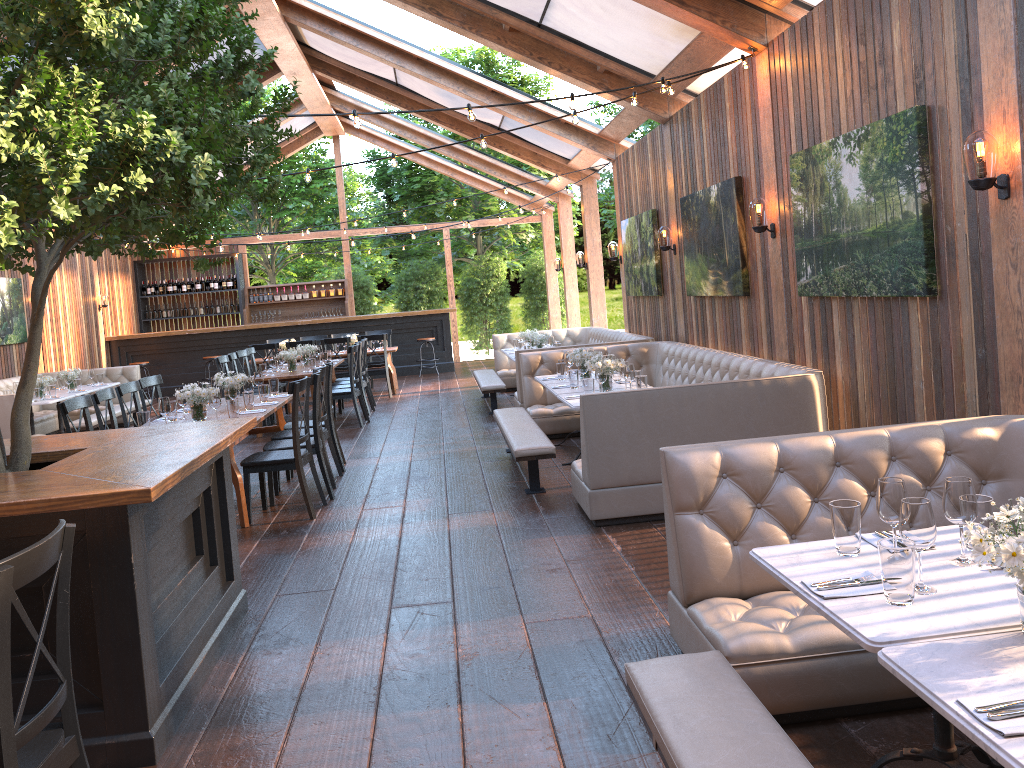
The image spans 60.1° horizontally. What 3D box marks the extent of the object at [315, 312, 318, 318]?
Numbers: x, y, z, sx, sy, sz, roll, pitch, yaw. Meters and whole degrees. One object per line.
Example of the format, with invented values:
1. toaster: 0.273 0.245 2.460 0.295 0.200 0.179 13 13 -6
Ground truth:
1. object: -4.364 -1.551 19.816 0.097 0.134 0.097 -6 4 -18

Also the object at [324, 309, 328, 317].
1. object: -4.111 -1.567 19.534 0.074 0.180 0.073 -6 3 -31

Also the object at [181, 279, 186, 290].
1. object: -7.212 -2.142 19.365 0.137 0.315 0.136 -7 4 -43

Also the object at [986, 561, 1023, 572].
1. object: 1.458 0.503 2.470 0.255 0.019 0.158 -5 6 -4

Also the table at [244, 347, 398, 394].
1. table: -3.118 -0.133 14.809 2.431 0.728 0.954 -5 5 -5

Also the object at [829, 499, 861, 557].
1. object: 1.024 0.443 2.708 0.092 0.158 0.092 -6 3 -18

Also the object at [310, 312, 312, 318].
1. object: -4.482 -1.542 19.820 0.097 0.134 0.097 -6 4 -18

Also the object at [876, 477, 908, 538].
1. object: 1.125 0.402 2.608 0.092 0.244 0.092 -2 4 43

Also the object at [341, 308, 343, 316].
1. object: -3.799 -1.603 19.640 0.074 0.180 0.073 -6 3 -31

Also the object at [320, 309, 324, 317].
1. object: -4.192 -1.560 19.536 0.074 0.180 0.073 -6 3 -31

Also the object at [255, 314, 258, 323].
1. object: -5.608 -1.435 19.422 0.070 0.185 0.070 -5 3 0

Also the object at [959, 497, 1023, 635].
1. object: 1.217 0.426 2.011 0.336 0.308 0.331 -1 5 37

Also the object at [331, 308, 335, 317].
1. object: -3.949 -1.582 19.557 0.074 0.180 0.073 -6 3 -31

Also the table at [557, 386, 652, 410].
1. table: 0.827 0.423 6.921 0.799 0.670 0.801 -5 5 -6

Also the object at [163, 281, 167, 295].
1. object: -7.544 -2.093 19.212 0.075 0.302 0.076 -4 3 12

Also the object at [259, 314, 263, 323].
1. object: -5.511 -1.444 19.431 0.070 0.185 0.070 -5 3 0

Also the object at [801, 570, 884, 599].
1. object: 0.944 0.548 2.441 0.255 0.019 0.158 -5 6 -4

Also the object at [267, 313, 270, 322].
1. object: -5.345 -1.458 19.437 0.070 0.185 0.070 -5 3 0

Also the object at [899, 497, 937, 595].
1. object: 1.087 0.431 2.365 0.092 0.244 0.092 -2 4 43

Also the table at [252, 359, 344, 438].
1. table: -2.843 0.147 11.992 0.950 0.727 2.441 -5 6 -5

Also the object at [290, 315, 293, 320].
1. object: -4.941 -1.484 19.790 0.124 0.096 0.124 -4 5 7

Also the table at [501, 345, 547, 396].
1. table: 0.285 -0.190 13.046 0.799 0.670 0.802 -5 5 -5

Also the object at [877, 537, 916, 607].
1. object: 1.000 0.489 2.294 0.092 0.158 0.092 -6 3 -18

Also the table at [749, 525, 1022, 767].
1. table: 1.218 0.865 2.510 0.799 0.670 0.801 -5 5 -6

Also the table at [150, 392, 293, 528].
1. table: -2.446 0.597 7.501 0.950 0.727 2.441 -5 6 -5

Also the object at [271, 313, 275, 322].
1. object: -5.251 -1.468 19.459 0.070 0.185 0.070 -5 3 0

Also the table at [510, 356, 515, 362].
1. table: 0.429 -0.028 11.421 0.799 0.670 0.801 -5 5 -6

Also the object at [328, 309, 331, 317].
1. object: -4.030 -1.575 19.550 0.074 0.180 0.073 -6 3 -31

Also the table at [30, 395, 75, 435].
1. table: -5.897 0.543 10.878 0.799 0.670 0.801 -5 5 -6

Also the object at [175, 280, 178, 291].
1. object: -7.343 -2.127 19.381 0.075 0.302 0.076 -4 3 12

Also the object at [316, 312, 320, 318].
1. object: -4.307 -1.545 19.719 0.097 0.134 0.097 -6 4 -18

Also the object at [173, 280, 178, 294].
1. object: -7.331 -2.118 19.260 0.077 0.306 0.077 -4 3 12

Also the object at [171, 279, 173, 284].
1. object: -7.443 -2.134 19.411 0.081 0.323 0.081 -6 3 -26

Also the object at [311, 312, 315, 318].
1. object: -4.417 -1.533 19.692 0.097 0.134 0.097 -6 4 -18

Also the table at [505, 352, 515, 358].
1. table: 0.357 -0.109 12.233 0.799 0.670 0.802 -5 5 -4

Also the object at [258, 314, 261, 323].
1. object: -5.554 -1.450 19.520 0.070 0.185 0.070 -5 3 0

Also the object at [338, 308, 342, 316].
1. object: -3.798 -1.595 19.558 0.074 0.180 0.073 -6 3 -31

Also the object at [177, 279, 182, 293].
1. object: -7.239 -2.132 19.240 0.081 0.323 0.081 -6 3 -26

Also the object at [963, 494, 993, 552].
1. object: 1.393 0.419 2.648 0.092 0.158 0.092 -6 3 -18

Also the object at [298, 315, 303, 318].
1. object: -4.693 -1.493 19.687 0.124 0.096 0.124 -4 5 7

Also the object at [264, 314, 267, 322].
1. object: -5.426 -1.454 19.459 0.070 0.185 0.070 -5 3 0

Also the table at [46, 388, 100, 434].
1. table: -5.969 0.461 11.691 0.799 0.670 0.802 -5 5 -4

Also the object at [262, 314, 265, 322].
1. object: -5.472 -1.458 19.532 0.070 0.185 0.070 -5 3 0

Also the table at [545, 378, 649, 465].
1. table: 0.755 0.342 7.734 0.799 0.670 0.802 -5 5 -4

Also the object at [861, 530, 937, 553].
1. object: 1.209 0.492 2.760 0.157 0.019 0.256 -5 6 -4

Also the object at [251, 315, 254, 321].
1. object: -5.694 -1.428 19.421 0.070 0.185 0.070 -5 3 0

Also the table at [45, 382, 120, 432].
1. table: -6.041 0.380 12.503 0.799 0.670 0.802 -5 5 -5

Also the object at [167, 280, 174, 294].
1. object: -7.447 -2.114 19.285 0.137 0.315 0.136 -7 4 -43

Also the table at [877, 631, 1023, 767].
1. table: 1.290 0.947 1.698 0.799 0.670 0.802 -5 5 -4

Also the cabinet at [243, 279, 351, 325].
1. cabinet: -4.726 -1.210 19.676 2.275 2.088 0.495 -5 3 -5

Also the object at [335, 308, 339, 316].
1. object: -3.871 -1.591 19.580 0.074 0.180 0.073 -6 3 -31

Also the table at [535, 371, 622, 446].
1. table: 0.683 0.261 8.546 0.799 0.670 0.802 -5 5 -5

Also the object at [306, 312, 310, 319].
1. object: -4.539 -1.523 19.687 0.097 0.134 0.097 -6 4 -18

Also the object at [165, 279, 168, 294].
1. object: -7.561 -2.122 19.355 0.088 0.333 0.087 -6 3 -24

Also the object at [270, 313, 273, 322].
1. object: -5.294 -1.473 19.540 0.070 0.185 0.070 -5 3 0

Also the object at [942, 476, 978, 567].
1. object: 1.294 0.395 2.551 0.092 0.244 0.092 -2 4 43

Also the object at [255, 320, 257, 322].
1. object: -5.640 -1.441 19.502 0.070 0.185 0.070 -5 3 0

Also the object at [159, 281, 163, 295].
1. object: -7.630 -2.095 19.247 0.078 0.311 0.078 -5 3 -10

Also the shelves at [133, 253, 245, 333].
1. shelves: -6.979 -1.375 19.468 2.203 2.821 0.503 -5 2 -5
